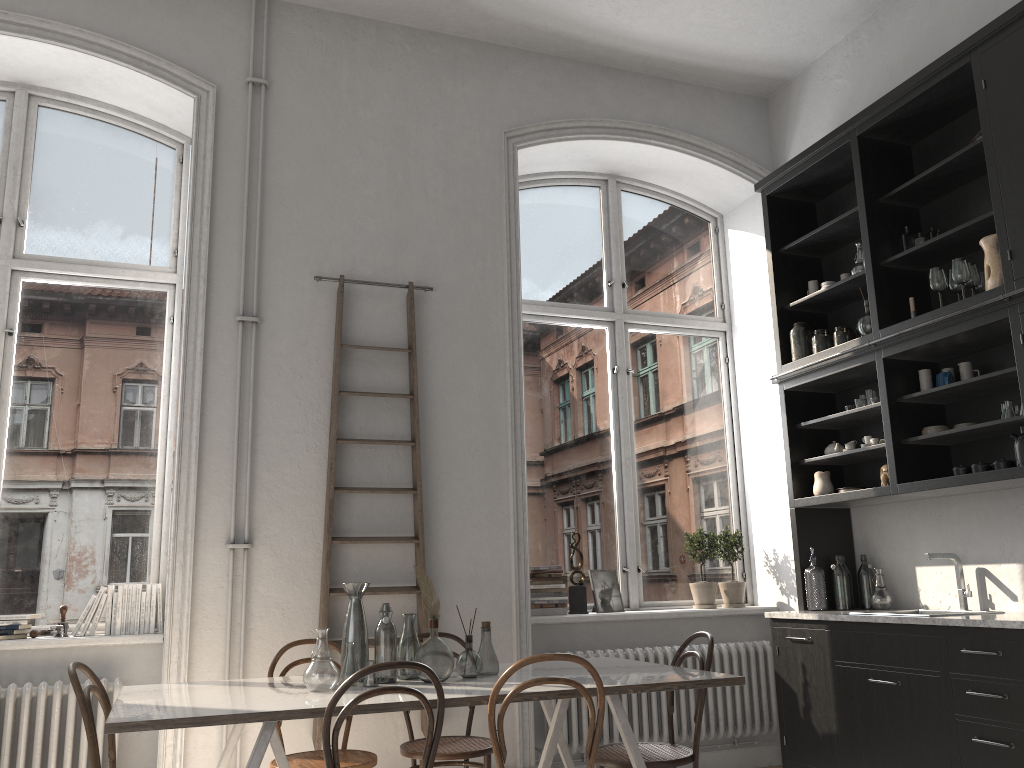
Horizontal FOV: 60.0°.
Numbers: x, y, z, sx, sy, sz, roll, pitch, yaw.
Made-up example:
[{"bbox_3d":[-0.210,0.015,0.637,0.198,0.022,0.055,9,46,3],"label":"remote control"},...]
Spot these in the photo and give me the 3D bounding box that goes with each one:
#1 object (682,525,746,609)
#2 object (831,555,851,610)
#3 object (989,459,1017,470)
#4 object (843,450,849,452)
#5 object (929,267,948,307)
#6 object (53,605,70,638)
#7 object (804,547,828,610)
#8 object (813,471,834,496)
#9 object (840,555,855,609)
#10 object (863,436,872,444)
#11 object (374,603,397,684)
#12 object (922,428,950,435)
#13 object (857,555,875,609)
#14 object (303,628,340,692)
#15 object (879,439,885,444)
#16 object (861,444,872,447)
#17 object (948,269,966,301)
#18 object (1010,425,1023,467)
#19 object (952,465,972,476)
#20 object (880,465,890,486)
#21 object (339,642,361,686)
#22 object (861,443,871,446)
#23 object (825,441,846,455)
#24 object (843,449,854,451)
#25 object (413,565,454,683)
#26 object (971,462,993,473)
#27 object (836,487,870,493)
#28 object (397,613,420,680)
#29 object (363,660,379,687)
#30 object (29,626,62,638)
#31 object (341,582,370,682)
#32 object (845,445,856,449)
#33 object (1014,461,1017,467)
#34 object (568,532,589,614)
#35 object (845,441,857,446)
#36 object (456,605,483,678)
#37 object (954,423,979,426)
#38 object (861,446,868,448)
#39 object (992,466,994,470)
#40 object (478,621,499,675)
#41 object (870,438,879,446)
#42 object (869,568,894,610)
[{"bbox_3d":[1.310,1.178,5.722,0.500,0.523,0.234,6,-14,-31],"label":"object"},{"bbox_3d":[1.844,1.116,4.983,0.086,0.300,0.086,7,-15,-35],"label":"object"},{"bbox_3d":[2.220,0.367,4.000,0.104,0.059,0.088,1,-13,-12],"label":"object"},{"bbox_3d":[1.915,0.384,5.007,0.085,0.014,0.085,0,-13,-7],"label":"object"},{"bbox_3d":[2.089,-0.457,4.333,0.083,0.220,0.083,-4,-12,10],"label":"object"},{"bbox_3d":[-2.177,1.149,4.299,0.088,0.152,0.048,-11,-16,38],"label":"object"},{"bbox_3d":[1.710,1.097,5.006,0.109,0.348,0.109,9,-16,-39],"label":"object"},{"bbox_3d":[1.795,0.581,5.106,0.127,0.144,0.116,10,-16,-41],"label":"object"},{"bbox_3d":[1.906,1.137,5.089,0.086,0.300,0.086,0,-12,-7],"label":"object"},{"bbox_3d":[1.958,0.315,4.878,0.039,0.055,0.049,-1,-12,-1],"label":"object"},{"bbox_3d":[-0.495,1.013,3.475,0.086,0.300,0.086,7,-15,-35],"label":"object"},{"bbox_3d":[-0.673,1.101,3.808,5.827,1.839,0.793,2,-13,-16],"label":"object"},{"bbox_3d":[2.003,1.118,5.015,0.086,0.300,0.086,-7,-13,24],"label":"object"},{"bbox_3d":[-0.698,1.011,3.256,0.132,0.219,0.132,6,-14,-31],"label":"object"},{"bbox_3d":[2.015,0.320,4.786,0.049,0.040,0.056,-12,-16,41],"label":"object"},{"bbox_3d":[1.960,0.344,4.865,0.085,0.016,0.085,-4,-13,10],"label":"object"},{"bbox_3d":[2.192,-0.455,4.355,0.083,0.220,0.083,5,-14,-28],"label":"object"},{"bbox_3d":[2.285,0.277,3.906,0.124,0.191,0.129,-3,-12,6],"label":"object"},{"bbox_3d":[2.131,0.411,4.190,0.088,0.059,0.104,6,-15,-32],"label":"object"},{"bbox_3d":[1.962,0.482,4.632,0.069,0.123,0.173,-4,-13,11],"label":"object"},{"bbox_3d":[-0.623,1.076,3.410,0.083,0.157,0.084,4,-14,-25],"label":"object"},{"bbox_3d":[1.959,0.338,4.868,0.085,0.016,0.085,-6,-13,19],"label":"object"},{"bbox_3d":[1.884,0.384,5.169,0.140,0.100,0.125,9,-16,-39],"label":"object"},{"bbox_3d":[1.914,0.378,5.011,0.085,0.017,0.085,4,-14,-25],"label":"object"},{"bbox_3d":[-0.305,0.933,3.471,0.157,0.445,0.157,-1,-12,-3],"label":"object"},{"bbox_3d":[2.164,0.387,4.084,0.088,0.059,0.104,10,-17,-41],"label":"object"},{"bbox_3d":[1.917,0.605,4.976,0.180,0.037,0.180,8,-15,-35],"label":"object"},{"bbox_3d":[-0.414,1.058,3.577,0.098,0.254,0.100,10,-17,-43],"label":"object"},{"bbox_3d":[-0.532,1.090,3.339,0.058,0.094,0.058,-3,-12,7],"label":"object"},{"bbox_3d":[-2.275,1.207,4.309,0.088,0.048,0.154,-6,-13,18],"label":"object"},{"bbox_3d":[-0.628,0.992,3.551,0.116,0.382,0.116,1,-12,-10],"label":"object"},{"bbox_3d":[1.913,0.364,5.012,0.056,0.033,0.058,-13,-17,42],"label":"object"},{"bbox_3d":[2.319,0.382,4.079,0.104,0.059,0.088,-9,-15,32],"label":"object"},{"bbox_3d":[0.392,1.140,5.368,0.122,0.487,0.102,-2,-12,3],"label":"object"},{"bbox_3d":[1.913,0.344,5.016,0.055,0.047,0.058,0,-12,-6],"label":"object"},{"bbox_3d":[-0.174,1.039,3.585,0.107,0.283,0.107,4,-14,-26],"label":"object"},{"bbox_3d":[2.257,0.218,4.397,0.112,0.035,0.113,-6,-13,21],"label":"object"},{"bbox_3d":[1.960,0.351,4.864,0.085,0.014,0.085,7,-15,-34],"label":"object"},{"bbox_3d":[2.278,0.404,4.174,0.088,0.059,0.104,-3,-13,7],"label":"object"},{"bbox_3d":[-0.106,1.095,3.681,0.101,0.211,0.101,-5,-13,18],"label":"object"},{"bbox_3d":[1.962,0.324,4.806,0.049,0.054,0.039,-2,-12,4],"label":"object"},{"bbox_3d":[2.030,1.128,4.884,0.132,0.219,0.120,3,-13,-20],"label":"object"}]
